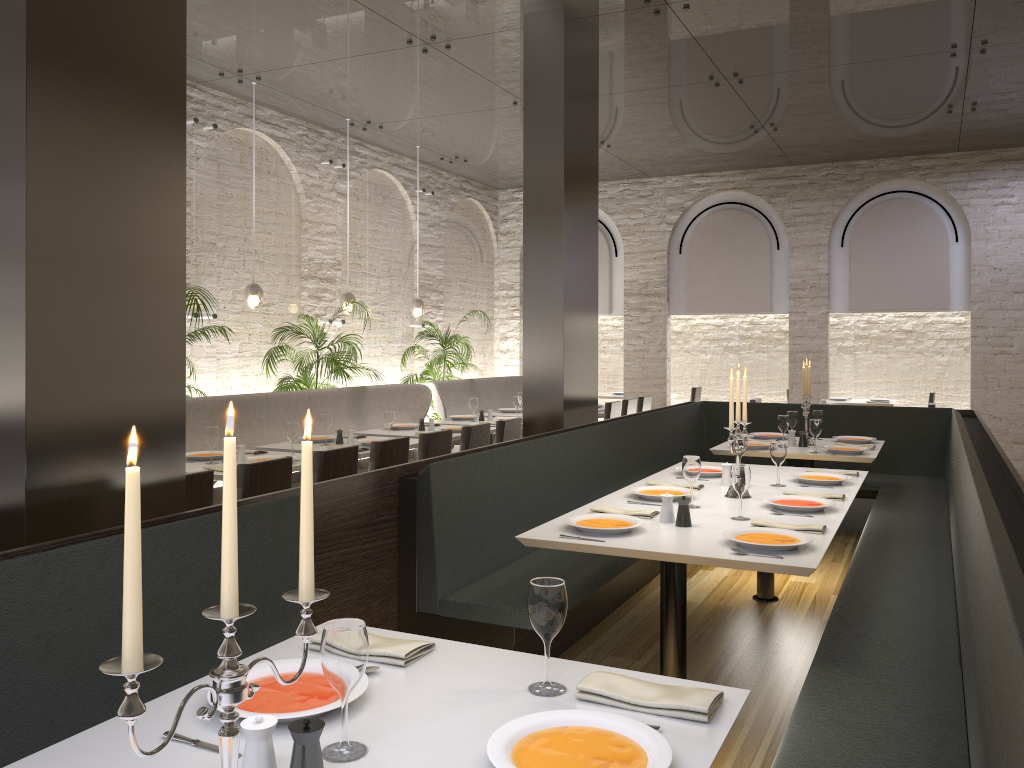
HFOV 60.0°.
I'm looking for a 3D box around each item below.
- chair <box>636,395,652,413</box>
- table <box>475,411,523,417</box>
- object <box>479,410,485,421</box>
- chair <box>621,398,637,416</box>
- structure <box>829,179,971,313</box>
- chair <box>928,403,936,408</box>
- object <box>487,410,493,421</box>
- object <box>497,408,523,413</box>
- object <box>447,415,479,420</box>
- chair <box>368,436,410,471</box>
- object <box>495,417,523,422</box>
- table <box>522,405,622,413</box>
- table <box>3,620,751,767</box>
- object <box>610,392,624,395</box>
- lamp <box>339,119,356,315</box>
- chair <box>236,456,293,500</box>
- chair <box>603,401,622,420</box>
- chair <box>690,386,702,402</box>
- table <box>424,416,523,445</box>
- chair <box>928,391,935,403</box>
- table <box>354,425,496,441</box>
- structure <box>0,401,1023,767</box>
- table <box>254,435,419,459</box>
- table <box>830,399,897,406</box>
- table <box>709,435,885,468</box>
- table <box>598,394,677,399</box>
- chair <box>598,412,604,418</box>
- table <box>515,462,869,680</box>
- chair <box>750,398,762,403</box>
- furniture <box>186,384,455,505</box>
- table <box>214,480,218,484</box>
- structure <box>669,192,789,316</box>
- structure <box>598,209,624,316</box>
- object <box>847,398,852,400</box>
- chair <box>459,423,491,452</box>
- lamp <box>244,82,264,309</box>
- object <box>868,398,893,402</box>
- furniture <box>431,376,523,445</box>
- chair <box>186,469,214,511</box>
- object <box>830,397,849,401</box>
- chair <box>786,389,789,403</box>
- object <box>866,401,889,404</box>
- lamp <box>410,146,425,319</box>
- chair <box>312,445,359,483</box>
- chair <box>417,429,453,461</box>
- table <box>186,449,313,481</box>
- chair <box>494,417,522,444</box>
[{"bbox_3d":[1.357,0.591,10.579,0.566,0.906,0.412,0,1,26],"label":"chair"},{"bbox_3d":[0.233,0.698,9.709,0.936,0.760,1.011,1,2,26],"label":"table"},{"bbox_3d":[-0.296,0.306,8.663,0.059,0.109,0.059,0,1,-29],"label":"object"},{"bbox_3d":[1.108,0.612,10.058,0.566,0.906,0.412,0,1,26],"label":"chair"},{"bbox_3d":[4.861,-1.739,11.163,1.633,1.675,0.098,1,0,26],"label":"structure"},{"bbox_3d":[4.139,0.652,9.301,0.566,0.906,0.412,0,1,26],"label":"chair"},{"bbox_3d":[-0.213,0.306,8.674,0.059,0.109,0.059,0,1,-29],"label":"object"},{"bbox_3d":[-0.012,0.297,9.826,0.322,0.036,0.321,-1,3,-27],"label":"object"},{"bbox_3d":[-0.488,0.338,8.830,0.322,0.036,0.321,-1,3,-27],"label":"object"},{"bbox_3d":[-0.978,0.793,5.689,0.566,0.906,0.412,0,1,26],"label":"chair"},{"bbox_3d":[-0.004,0.349,8.597,0.322,0.036,0.321,-1,3,-27],"label":"object"},{"bbox_3d":[0.724,0.655,10.738,0.936,0.760,1.011,1,2,26],"label":"table"},{"bbox_3d":[-0.536,1.066,0.972,1.100,0.760,2.540,1,2,25],"label":"table"},{"bbox_3d":[1.655,0.146,13.475,0.321,0.036,0.322,-1,3,-29],"label":"object"},{"bbox_3d":[-1.713,-1.745,9.258,0.178,2.041,0.178,0,0,5],"label":"lamp"},{"bbox_3d":[-1.476,0.835,4.646,0.566,0.906,0.412,0,1,26],"label":"chair"},{"bbox_3d":[0.867,0.633,9.552,0.566,0.906,0.412,0,1,26],"label":"chair"},{"bbox_3d":[2.487,0.488,13.072,0.566,0.906,0.412,0,1,26],"label":"chair"},{"bbox_3d":[-0.243,0.739,8.713,0.936,0.760,1.011,1,2,26],"label":"table"},{"bbox_3d":[5.299,0.552,11.729,0.566,0.906,0.412,0,1,26],"label":"chair"},{"bbox_3d":[-0.725,0.780,7.704,0.936,0.760,1.011,1,2,26],"label":"table"},{"bbox_3d":[0.391,0.867,2.868,2.372,1.000,10.753,1,3,25],"label":"structure"},{"bbox_3d":[-1.229,0.824,6.647,0.936,0.760,1.011,1,2,26],"label":"table"},{"bbox_3d":[4.699,0.610,12.022,0.936,0.760,1.011,1,2,26],"label":"table"},{"bbox_3d":[2.153,0.833,6.605,1.100,0.760,1.189,1,2,26],"label":"table"},{"bbox_3d":[1.900,0.547,13.358,0.936,0.760,1.011,1,2,26],"label":"table"},{"bbox_3d":[1.303,0.461,13.637,0.566,0.906,0.412,0,1,26],"label":"chair"},{"bbox_3d":[1.052,0.928,4.298,1.100,0.760,2.540,1,2,25],"label":"table"},{"bbox_3d":[2.956,0.625,9.866,0.566,0.906,0.412,0,1,26],"label":"chair"},{"bbox_3d":[-1.730,0.624,7.351,0.709,1.097,4.477,0,2,26],"label":"furniture"},{"bbox_3d":[-2.231,0.910,4.549,0.936,0.760,1.011,1,2,26],"label":"table"},{"bbox_3d":[2.948,-1.783,12.076,1.633,1.675,0.098,1,0,26],"label":"structure"},{"bbox_3d":[0.908,-1.829,13.050,1.633,1.675,0.098,1,0,26],"label":"structure"},{"bbox_3d":[4.617,0.204,12.439,0.273,0.033,0.143,1,3,26],"label":"object"},{"bbox_3d":[-0.480,0.750,6.731,0.566,0.906,0.412,0,1,26],"label":"chair"},{"bbox_3d":[-2.323,-1.693,7.980,0.178,2.041,0.178,0,0,11],"label":"lamp"},{"bbox_3d":[4.938,0.220,11.905,0.321,0.036,0.322,-1,3,-29],"label":"object"},{"bbox_3d":[-0.145,0.488,10.668,0.707,1.097,2.585,0,2,26],"label":"furniture"},{"bbox_3d":[-1.719,0.857,4.136,0.566,0.906,0.412,0,1,26],"label":"chair"},{"bbox_3d":[4.454,0.209,12.138,0.321,0.036,0.322,-1,3,-29],"label":"object"},{"bbox_3d":[4.115,0.525,12.295,0.566,0.906,0.412,0,1,26],"label":"chair"},{"bbox_3d":[4.782,0.241,11.581,0.273,0.033,0.143,1,3,26],"label":"object"},{"bbox_3d":[-1.115,-1.797,10.510,0.178,2.041,0.178,0,0,5],"label":"lamp"},{"bbox_3d":[-1.220,0.813,5.182,0.566,0.906,0.412,0,1,26],"label":"chair"},{"bbox_3d":[-0.735,0.772,6.197,0.566,0.906,0.412,0,1,26],"label":"chair"},{"bbox_3d":[-1.730,0.867,5.599,0.936,0.760,1.011,1,2,26],"label":"table"},{"bbox_3d":[-0.235,0.728,7.245,0.566,0.906,0.412,0,1,26],"label":"chair"}]
